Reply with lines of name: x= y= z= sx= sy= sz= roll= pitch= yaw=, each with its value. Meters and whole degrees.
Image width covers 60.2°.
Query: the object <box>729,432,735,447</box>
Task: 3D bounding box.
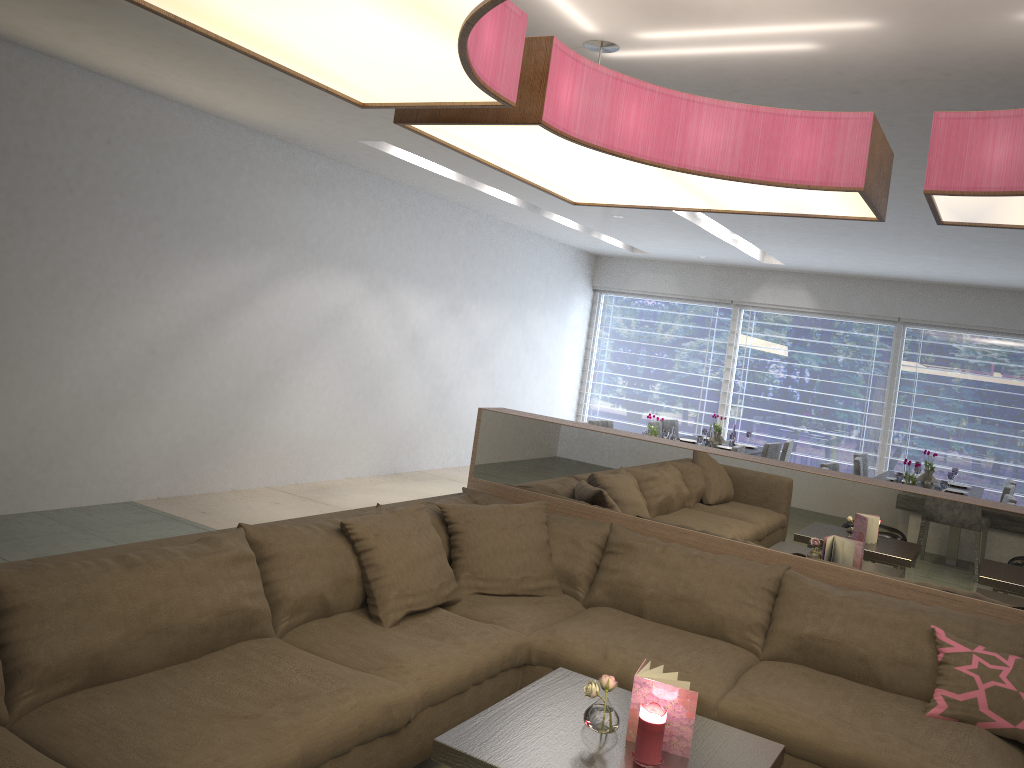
object: x=1.984 y=0.510 z=7.990 sx=0.053 sy=0.139 sz=0.053 roll=8 pitch=-1 yaw=-12

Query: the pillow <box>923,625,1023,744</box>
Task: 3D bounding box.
pillow: x=1.493 y=0.927 z=2.648 sx=0.465 sy=0.253 sz=0.179 roll=9 pitch=1 yaw=25

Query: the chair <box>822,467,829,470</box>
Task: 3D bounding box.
chair: x=2.266 y=0.990 z=5.903 sx=0.494 sy=0.763 sz=0.475 roll=8 pitch=0 yaw=25

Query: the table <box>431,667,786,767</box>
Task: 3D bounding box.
table: x=0.233 y=1.080 z=2.155 sx=0.661 sy=0.412 sz=0.655 roll=9 pitch=2 yaw=30

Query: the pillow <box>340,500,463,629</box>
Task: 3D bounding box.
pillow: x=-0.376 y=0.608 z=3.045 sx=0.313 sy=0.339 sz=0.492 roll=8 pitch=2 yaw=24

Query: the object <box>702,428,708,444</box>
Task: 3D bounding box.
object: x=1.755 y=0.473 z=8.069 sx=0.053 sy=0.139 sz=0.053 roll=8 pitch=-1 yaw=-12

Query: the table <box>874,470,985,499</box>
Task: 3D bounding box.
table: x=3.399 y=1.140 z=7.287 sx=0.781 sy=0.635 sz=1.184 roll=9 pitch=2 yaw=30

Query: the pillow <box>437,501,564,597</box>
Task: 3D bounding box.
pillow: x=-0.044 y=0.638 z=3.411 sx=0.500 sy=0.357 sz=0.299 roll=7 pitch=1 yaw=-28

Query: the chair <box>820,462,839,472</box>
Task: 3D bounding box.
chair: x=2.476 y=0.994 z=6.388 sx=0.494 sy=0.763 sz=0.474 roll=8 pitch=0 yaw=35

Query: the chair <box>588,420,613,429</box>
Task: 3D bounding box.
chair: x=0.881 y=0.717 z=7.318 sx=0.494 sy=0.763 sz=0.474 roll=8 pitch=0 yaw=35

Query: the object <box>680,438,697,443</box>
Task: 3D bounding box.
object: x=1.590 y=0.514 z=8.030 sx=0.217 sy=0.015 sz=0.217 roll=9 pitch=3 yaw=8

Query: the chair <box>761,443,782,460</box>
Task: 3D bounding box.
chair: x=2.032 y=0.856 z=7.777 sx=0.494 sy=0.763 sz=0.474 roll=8 pitch=0 yaw=35

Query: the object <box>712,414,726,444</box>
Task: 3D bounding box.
object: x=1.907 y=0.418 z=8.210 sx=0.104 sy=0.277 sz=0.154 roll=8 pitch=0 yaw=27

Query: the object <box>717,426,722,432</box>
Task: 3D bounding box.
object: x=2.018 y=0.480 z=8.636 sx=0.053 sy=0.139 sz=0.053 roll=8 pitch=-1 yaw=-12

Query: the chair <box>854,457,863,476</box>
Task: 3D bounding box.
chair: x=3.014 y=1.026 z=7.217 sx=0.494 sy=0.763 sz=0.475 roll=8 pitch=0 yaw=25

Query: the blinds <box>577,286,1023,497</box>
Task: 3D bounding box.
blinds: x=3.925 y=0.305 z=9.255 sx=7.131 sy=2.046 sz=0.045 roll=10 pitch=0 yaw=30

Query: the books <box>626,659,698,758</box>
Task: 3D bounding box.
books: x=0.361 y=0.811 z=2.188 sx=0.143 sy=0.164 sz=0.258 roll=8 pitch=2 yaw=-7

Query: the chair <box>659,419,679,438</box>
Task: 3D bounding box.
chair: x=1.682 y=0.762 z=8.600 sx=0.494 sy=0.763 sz=0.474 roll=8 pitch=0 yaw=35

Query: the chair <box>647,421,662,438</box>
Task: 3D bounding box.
chair: x=1.472 y=0.758 z=8.115 sx=0.494 sy=0.763 sz=0.475 roll=8 pitch=0 yaw=25

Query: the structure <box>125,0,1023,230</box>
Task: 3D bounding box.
structure: x=0.721 y=-0.850 z=1.792 sx=2.454 sy=0.619 sz=2.436 roll=10 pitch=3 yaw=30

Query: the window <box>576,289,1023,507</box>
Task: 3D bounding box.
window: x=3.982 y=0.336 z=9.340 sx=7.136 sy=2.075 sz=0.158 roll=10 pitch=0 yaw=30

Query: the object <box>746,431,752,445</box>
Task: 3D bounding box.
object: x=2.269 y=0.523 z=8.490 sx=0.053 sy=0.139 sz=0.053 roll=8 pitch=-1 yaw=-12

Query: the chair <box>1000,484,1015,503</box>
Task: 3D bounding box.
chair: x=3.574 y=1.124 z=6.879 sx=0.494 sy=0.763 sz=0.474 roll=8 pitch=0 yaw=35

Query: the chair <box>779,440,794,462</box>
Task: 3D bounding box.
chair: x=2.308 y=0.870 z=8.245 sx=0.494 sy=0.763 sz=0.475 roll=8 pitch=0 yaw=25

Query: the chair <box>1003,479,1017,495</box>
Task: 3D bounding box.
chair: x=3.849 y=1.137 z=7.347 sx=0.494 sy=0.763 sz=0.475 roll=8 pitch=0 yaw=25

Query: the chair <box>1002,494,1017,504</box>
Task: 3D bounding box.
chair: x=3.101 y=1.102 z=6.033 sx=0.494 sy=0.763 sz=0.475 roll=8 pitch=0 yaw=25

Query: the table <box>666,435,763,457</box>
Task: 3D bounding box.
table: x=1.858 y=0.872 z=8.185 sx=0.781 sy=0.635 sz=1.184 roll=9 pitch=2 yaw=30

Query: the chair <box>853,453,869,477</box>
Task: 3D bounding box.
chair: x=3.224 y=1.029 z=7.702 sx=0.494 sy=0.763 sz=0.474 roll=8 pitch=0 yaw=35

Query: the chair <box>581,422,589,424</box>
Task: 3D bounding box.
chair: x=0.671 y=0.713 z=6.833 sx=0.494 sy=0.763 sz=0.475 roll=8 pitch=0 yaw=25

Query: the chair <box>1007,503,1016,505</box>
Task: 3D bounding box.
chair: x=2.826 y=1.088 z=5.565 sx=0.494 sy=0.763 sz=0.474 roll=8 pitch=0 yaw=35

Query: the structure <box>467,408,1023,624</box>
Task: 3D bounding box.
structure: x=1.447 y=0.893 z=3.240 sx=3.791 sy=1.009 sz=0.222 roll=10 pitch=0 yaw=30

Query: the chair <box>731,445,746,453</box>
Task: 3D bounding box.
chair: x=1.514 y=0.826 z=6.971 sx=0.494 sy=0.763 sz=0.475 roll=8 pitch=0 yaw=25

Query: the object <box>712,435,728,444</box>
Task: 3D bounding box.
object: x=1.922 y=0.506 z=8.266 sx=0.203 sy=0.100 sz=0.070 roll=8 pitch=0 yaw=0
